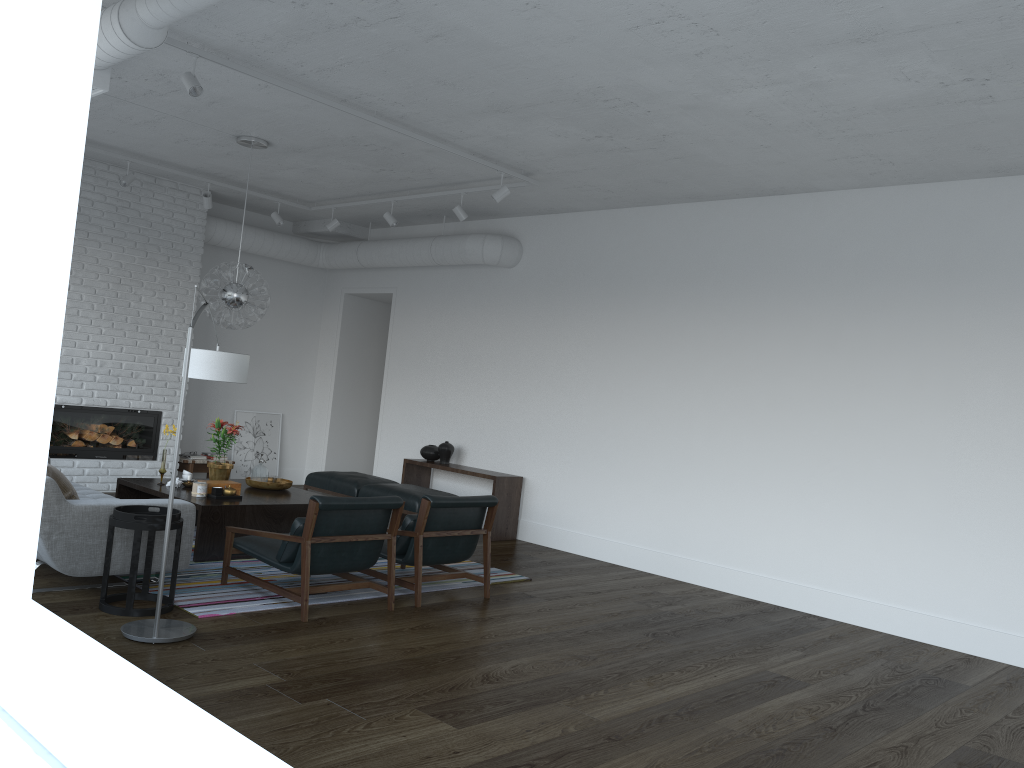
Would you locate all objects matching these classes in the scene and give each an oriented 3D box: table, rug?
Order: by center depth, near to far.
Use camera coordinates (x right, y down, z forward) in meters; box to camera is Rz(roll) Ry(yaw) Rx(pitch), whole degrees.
[{"bbox_3d":[-2.028,0.959,4.865,0.379,0.536,0.379,7,-1,-30],"label":"table"},{"bbox_3d":[-2.205,1.039,7.023,1.362,0.394,1.306,5,-1,43],"label":"table"},{"bbox_3d":[-2.138,1.251,7.062,3.760,0.012,2.735,5,-1,43],"label":"rug"},{"bbox_3d":[-0.548,1.151,8.988,1.362,0.617,0.375,5,-1,43],"label":"table"},{"bbox_3d":[-3.448,0.994,9.808,0.405,0.345,0.605,5,-1,43],"label":"table"}]

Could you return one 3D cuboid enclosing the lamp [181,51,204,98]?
[{"bbox_3d":[-1.844,-1.797,5.127,0.154,0.285,0.095,5,-1,36],"label":"lamp"}]

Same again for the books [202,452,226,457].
[{"bbox_3d":[-3.337,0.793,9.938,0.238,0.025,0.173,5,-1,41],"label":"books"}]

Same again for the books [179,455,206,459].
[{"bbox_3d":[-3.501,0.799,9.717,0.306,0.011,0.171,5,-1,42],"label":"books"}]

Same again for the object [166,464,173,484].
[{"bbox_3d":[-2.670,0.703,6.993,0.098,0.174,0.098,5,-1,37],"label":"object"}]

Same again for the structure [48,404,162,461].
[{"bbox_3d":[-4.265,0.499,8.977,0.675,0.578,1.168,5,-1,43],"label":"structure"}]

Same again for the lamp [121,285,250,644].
[{"bbox_3d":[-1.908,0.372,5.300,0.432,1.738,2.162,6,-1,-13],"label":"lamp"}]

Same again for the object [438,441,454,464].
[{"bbox_3d":[-0.687,0.712,9.210,0.171,0.236,0.171,7,-1,-42],"label":"object"}]

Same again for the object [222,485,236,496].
[{"bbox_3d":[-2.098,0.788,6.584,0.103,0.077,0.103,6,-1,15],"label":"object"}]

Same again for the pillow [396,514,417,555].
[{"bbox_3d":[-0.540,1.013,5.986,0.246,0.293,0.612,5,-1,43],"label":"pillow"}]

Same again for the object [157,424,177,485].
[{"bbox_3d":[-2.686,0.551,6.932,0.121,0.470,0.120,7,-1,-31],"label":"object"}]

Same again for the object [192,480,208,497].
[{"bbox_3d":[-2.281,0.765,6.494,0.117,0.116,0.106,6,-1,23],"label":"object"}]

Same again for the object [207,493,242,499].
[{"bbox_3d":[-2.124,0.830,6.559,0.130,0.023,0.214,5,-1,43],"label":"object"}]

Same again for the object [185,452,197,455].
[{"bbox_3d":[-3.523,0.755,9.717,0.093,0.038,0.134,6,-1,10],"label":"object"}]

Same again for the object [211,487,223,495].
[{"bbox_3d":[-2.172,0.790,6.533,0.058,0.055,0.058,5,-1,43],"label":"object"}]

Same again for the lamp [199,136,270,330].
[{"bbox_3d":[-2.196,-1.213,7.209,0.552,1.546,0.552,6,-1,30],"label":"lamp"}]

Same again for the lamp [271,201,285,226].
[{"bbox_3d":[-2.439,-1.788,9.251,0.154,0.285,0.093,6,-1,21],"label":"lamp"}]

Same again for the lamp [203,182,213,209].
[{"bbox_3d":[-2.976,-1.857,8.673,0.097,0.285,0.154,6,-1,-7],"label":"lamp"}]

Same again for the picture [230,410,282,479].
[{"bbox_3d":[-3.063,0.773,10.624,0.093,0.884,0.637,5,-1,43],"label":"picture"}]

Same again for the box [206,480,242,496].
[{"bbox_3d":[-2.216,0.787,6.707,0.169,0.093,0.294,5,-1,43],"label":"box"}]

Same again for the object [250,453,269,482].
[{"bbox_3d":[-2.089,0.712,7.361,0.143,0.288,0.143,6,-1,14],"label":"object"}]

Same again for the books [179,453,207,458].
[{"bbox_3d":[-3.508,0.784,9.723,0.280,0.019,0.202,5,-1,41],"label":"books"}]

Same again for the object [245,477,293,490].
[{"bbox_3d":[-2.026,0.832,7.389,0.383,0.068,0.383,6,-1,-5],"label":"object"}]

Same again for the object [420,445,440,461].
[{"bbox_3d":[-0.851,0.730,9.377,0.245,0.168,0.245,6,-1,34],"label":"object"}]

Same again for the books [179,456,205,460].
[{"bbox_3d":[-3.508,0.810,9.726,0.273,0.011,0.172,5,-1,42],"label":"books"}]

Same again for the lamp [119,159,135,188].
[{"bbox_3d":[-3.508,-1.925,8.096,0.090,0.285,0.154,6,-1,11],"label":"lamp"}]

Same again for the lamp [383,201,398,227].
[{"bbox_3d":[-1.170,-1.662,8.596,0.154,0.285,0.094,6,-1,16],"label":"lamp"}]

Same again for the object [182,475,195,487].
[{"bbox_3d":[-2.523,0.756,6.927,0.102,0.098,0.102,6,-1,-8],"label":"object"}]

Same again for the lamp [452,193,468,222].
[{"bbox_3d":[-0.454,-1.595,7.925,0.154,0.285,0.100,7,-1,-24],"label":"lamp"}]

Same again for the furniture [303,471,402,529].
[{"bbox_3d":[-1.539,1.107,8.571,0.828,0.478,0.584,5,-1,43],"label":"furniture"}]

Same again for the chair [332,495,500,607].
[{"bbox_3d":[-0.684,1.047,6.123,0.983,0.698,0.678,5,-1,43],"label":"chair"}]

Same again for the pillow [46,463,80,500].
[{"bbox_3d":[-2.686,0.611,5.173,0.298,0.338,0.597,7,-1,-38],"label":"pillow"}]

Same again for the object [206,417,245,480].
[{"bbox_3d":[-2.347,0.548,7.183,0.275,0.558,0.284,6,-1,5],"label":"object"}]

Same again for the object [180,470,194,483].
[{"bbox_3d":[-2.590,0.742,7.075,0.121,0.113,0.124,7,-1,-28],"label":"object"}]

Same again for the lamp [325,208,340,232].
[{"bbox_3d":[-1.863,-1.725,9.256,0.154,0.285,0.104,6,-1,-7],"label":"lamp"}]

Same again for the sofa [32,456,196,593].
[{"bbox_3d":[-3.153,0.779,5.819,2.541,0.684,0.991,5,-1,43],"label":"sofa"}]

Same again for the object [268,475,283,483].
[{"bbox_3d":[-1.996,0.822,7.446,0.085,0.089,0.195,7,-1,-38],"label":"object"}]

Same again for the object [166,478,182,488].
[{"bbox_3d":[-2.610,0.761,6.855,0.124,0.078,0.069,6,-1,25],"label":"object"}]

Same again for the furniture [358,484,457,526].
[{"bbox_3d":[-0.917,1.165,7.991,0.827,0.476,0.583,5,-1,43],"label":"furniture"}]

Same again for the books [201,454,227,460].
[{"bbox_3d":[-3.334,0.821,9.933,0.267,0.032,0.185,5,-1,41],"label":"books"}]

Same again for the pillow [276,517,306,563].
[{"bbox_3d":[-1.109,0.940,5.369,0.246,0.293,0.612,5,-1,43],"label":"pillow"}]

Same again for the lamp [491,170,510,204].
[{"bbox_3d":[-0.083,-1.571,7.036,0.154,0.285,0.088,6,-1,-2],"label":"lamp"}]

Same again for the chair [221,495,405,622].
[{"bbox_3d":[-1.253,0.974,5.506,0.983,0.698,0.678,5,-1,43],"label":"chair"}]
